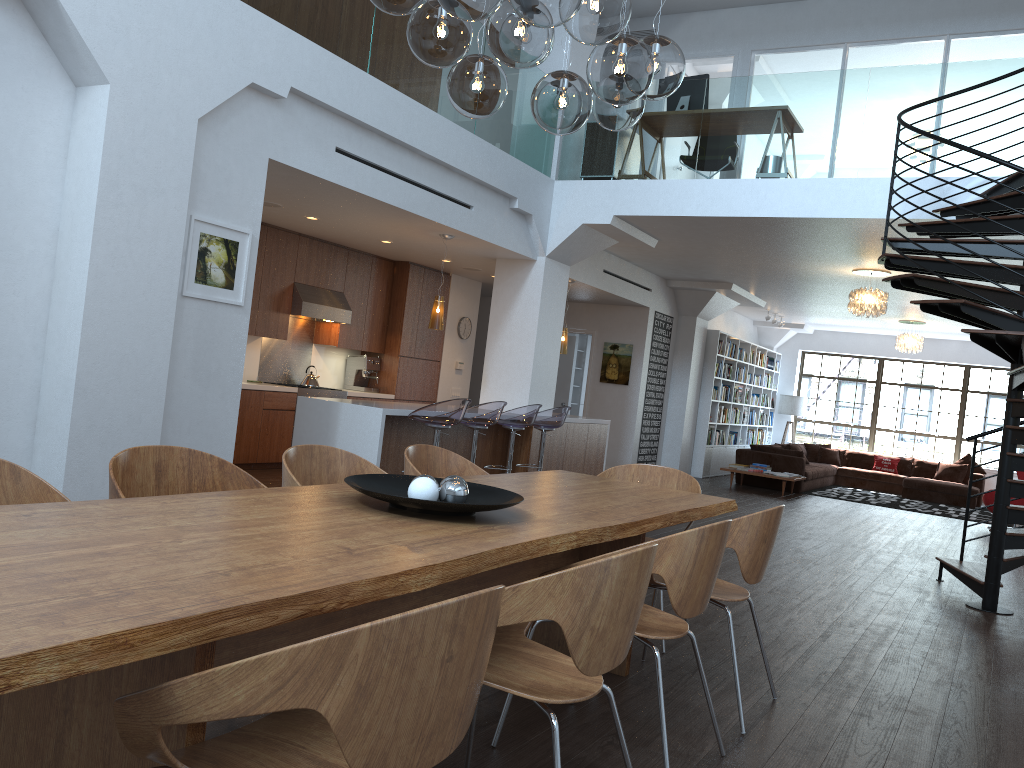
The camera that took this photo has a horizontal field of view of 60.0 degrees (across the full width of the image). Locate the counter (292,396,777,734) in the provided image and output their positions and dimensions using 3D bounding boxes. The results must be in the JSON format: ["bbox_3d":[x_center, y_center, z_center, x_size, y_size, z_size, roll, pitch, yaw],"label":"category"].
[{"bbox_3d":[-0.341,0.707,7.362,3.039,0.860,8.182,7,0,0],"label":"counter"}]

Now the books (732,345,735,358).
[{"bbox_3d":[3.736,-0.567,15.291,0.174,0.243,0.085,7,0,29],"label":"books"}]

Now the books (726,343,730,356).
[{"bbox_3d":[3.567,-0.586,14.995,0.174,0.242,0.105,7,0,29],"label":"books"}]

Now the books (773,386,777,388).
[{"bbox_3d":[5.240,0.046,18.140,0.284,0.033,0.197,7,0,44],"label":"books"}]

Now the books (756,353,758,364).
[{"bbox_3d":[4.557,-0.474,16.782,0.159,0.241,0.038,7,0,29],"label":"books"}]

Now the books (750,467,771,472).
[{"bbox_3d":[3.870,1.331,13.794,0.312,0.037,0.216,7,0,19],"label":"books"}]

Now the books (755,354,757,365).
[{"bbox_3d":[4.492,-0.484,16.657,0.189,0.247,0.057,7,0,30],"label":"books"}]

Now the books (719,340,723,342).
[{"bbox_3d":[3.397,-0.610,14.702,0.159,0.248,0.089,7,0,29],"label":"books"}]

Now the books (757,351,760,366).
[{"bbox_3d":[4.623,-0.491,16.894,0.176,0.290,0.053,7,0,29],"label":"books"}]

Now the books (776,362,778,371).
[{"bbox_3d":[5.375,-0.358,18.209,0.136,0.196,0.045,7,0,29],"label":"books"}]

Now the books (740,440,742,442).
[{"bbox_3d":[4.117,1.045,16.450,0.284,0.033,0.197,7,0,14],"label":"books"}]

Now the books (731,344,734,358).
[{"bbox_3d":[3.697,-0.575,15.213,0.182,0.253,0.098,7,0,29],"label":"books"}]

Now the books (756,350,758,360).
[{"bbox_3d":[4.535,-0.505,16.693,0.140,0.298,0.044,7,0,29],"label":"books"}]

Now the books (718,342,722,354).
[{"bbox_3d":[3.369,-0.598,14.642,0.161,0.218,0.101,7,0,29],"label":"books"}]

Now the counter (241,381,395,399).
[{"bbox_3d":[-2.762,0.006,9.045,0.600,0.050,4.387,7,0,29],"label":"counter"}]

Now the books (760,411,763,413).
[{"bbox_3d":[4.796,0.536,17.424,0.223,0.031,0.161,7,0,29],"label":"books"}]

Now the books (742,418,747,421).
[{"bbox_3d":[4.218,0.643,16.484,0.259,0.040,0.180,7,0,29],"label":"books"}]

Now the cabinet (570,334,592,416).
[{"bbox_3d":[0.748,-0.259,15.243,0.527,2.991,2.630,7,0,29],"label":"cabinet"}]

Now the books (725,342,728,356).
[{"bbox_3d":[3.538,-0.593,14.950,0.170,0.251,0.118,7,0,29],"label":"books"}]

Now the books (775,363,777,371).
[{"bbox_3d":[5.340,-0.353,18.141,0.128,0.178,0.021,7,0,29],"label":"books"}]

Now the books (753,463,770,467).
[{"bbox_3d":[3.879,1.265,13.795,0.224,0.027,0.157,7,0,34],"label":"books"}]

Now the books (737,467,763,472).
[{"bbox_3d":[3.612,1.302,13.478,0.340,0.035,0.236,7,0,-36],"label":"books"}]

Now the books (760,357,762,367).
[{"bbox_3d":[4.705,-0.452,17.045,0.168,0.231,0.037,7,0,29],"label":"books"}]

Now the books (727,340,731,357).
[{"bbox_3d":[3.608,-0.606,15.074,0.176,0.293,0.125,7,0,29],"label":"books"}]

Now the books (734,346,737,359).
[{"bbox_3d":[3.810,-0.554,15.445,0.167,0.233,0.077,7,0,29],"label":"books"}]

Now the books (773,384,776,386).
[{"bbox_3d":[5.243,0.013,18.134,0.174,0.032,0.254,7,0,-26],"label":"books"}]

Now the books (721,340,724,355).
[{"bbox_3d":[3.420,-0.609,14.739,0.170,0.251,0.118,7,0,29],"label":"books"}]

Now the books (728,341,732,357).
[{"bbox_3d":[3.634,-0.602,15.131,0.197,0.290,0.136,7,0,29],"label":"books"}]

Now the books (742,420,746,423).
[{"bbox_3d":[4.205,0.681,16.461,0.251,0.037,0.160,7,0,34],"label":"books"}]

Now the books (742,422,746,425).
[{"bbox_3d":[4.201,0.718,16.457,0.246,0.038,0.171,7,0,29],"label":"books"}]

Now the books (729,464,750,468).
[{"bbox_3d":[3.567,1.291,13.898,0.241,0.045,0.334,7,0,31],"label":"books"}]

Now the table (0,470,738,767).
[{"bbox_3d":[-0.307,0.780,2.915,1.012,0.750,3.803,7,0,30],"label":"table"}]

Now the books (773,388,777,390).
[{"bbox_3d":[5.236,0.080,18.140,0.197,0.035,0.284,7,0,-31],"label":"books"}]

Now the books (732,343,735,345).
[{"bbox_3d":[3.744,-0.577,15.350,0.180,0.265,0.103,7,0,29],"label":"books"}]

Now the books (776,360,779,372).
[{"bbox_3d":[5.415,-0.371,18.280,0.140,0.231,0.042,7,0,29],"label":"books"}]

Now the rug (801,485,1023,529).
[{"bbox_3d":[6.949,1.986,14.032,4.200,0.007,3.100,7,0,31],"label":"rug"}]

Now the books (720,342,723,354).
[{"bbox_3d":[3.388,-0.598,14.671,0.161,0.222,0.084,7,0,29],"label":"books"}]

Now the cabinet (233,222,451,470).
[{"bbox_3d":[-2.490,-0.381,9.442,0.598,2.499,5.299,7,0,29],"label":"cabinet"}]

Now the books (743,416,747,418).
[{"bbox_3d":[4.228,0.602,16.465,0.231,0.044,0.168,7,0,24],"label":"books"}]

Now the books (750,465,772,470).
[{"bbox_3d":[3.872,1.295,13.799,0.279,0.035,0.191,7,0,39],"label":"books"}]

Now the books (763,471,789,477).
[{"bbox_3d":[3.955,1.342,13.273,0.231,0.040,0.342,7,0,-21],"label":"books"}]

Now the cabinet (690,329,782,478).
[{"bbox_3d":[4.117,0.429,16.427,0.461,2.414,4.500,7,0,29],"label":"cabinet"}]

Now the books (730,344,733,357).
[{"bbox_3d":[3.679,-0.576,15.186,0.159,0.248,0.089,7,0,29],"label":"books"}]

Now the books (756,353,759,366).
[{"bbox_3d":[4.582,-0.473,16.821,0.171,0.246,0.057,7,0,29],"label":"books"}]

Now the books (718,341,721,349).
[{"bbox_3d":[3.293,-0.604,14.507,0.182,0.215,0.188,7,0,29],"label":"books"}]

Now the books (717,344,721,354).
[{"bbox_3d":[3.330,-0.597,14.590,0.167,0.210,0.162,7,0,29],"label":"books"}]

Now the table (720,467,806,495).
[{"bbox_3d":[3.812,1.481,13.497,1.100,0.271,0.853,7,0,29],"label":"table"}]

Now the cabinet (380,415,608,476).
[{"bbox_3d":[-0.341,0.725,9.226,0.898,0.796,4.493,7,0,29],"label":"cabinet"}]

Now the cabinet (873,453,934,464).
[{"bbox_3d":[7.638,1.748,17.118,1.520,0.625,0.350,7,0,29],"label":"cabinet"}]

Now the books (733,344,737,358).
[{"bbox_3d":[3.785,-0.567,15.381,0.182,0.255,0.077,7,0,29],"label":"books"}]

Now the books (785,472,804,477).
[{"bbox_3d":[4.257,1.379,13.496,0.350,0.035,0.256,7,0,-35],"label":"books"}]

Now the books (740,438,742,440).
[{"bbox_3d":[4.118,1.012,16.455,0.254,0.032,0.174,7,0,34],"label":"books"}]

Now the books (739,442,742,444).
[{"bbox_3d":[4.113,1.079,16.450,0.284,0.035,0.197,7,0,29],"label":"books"}]
